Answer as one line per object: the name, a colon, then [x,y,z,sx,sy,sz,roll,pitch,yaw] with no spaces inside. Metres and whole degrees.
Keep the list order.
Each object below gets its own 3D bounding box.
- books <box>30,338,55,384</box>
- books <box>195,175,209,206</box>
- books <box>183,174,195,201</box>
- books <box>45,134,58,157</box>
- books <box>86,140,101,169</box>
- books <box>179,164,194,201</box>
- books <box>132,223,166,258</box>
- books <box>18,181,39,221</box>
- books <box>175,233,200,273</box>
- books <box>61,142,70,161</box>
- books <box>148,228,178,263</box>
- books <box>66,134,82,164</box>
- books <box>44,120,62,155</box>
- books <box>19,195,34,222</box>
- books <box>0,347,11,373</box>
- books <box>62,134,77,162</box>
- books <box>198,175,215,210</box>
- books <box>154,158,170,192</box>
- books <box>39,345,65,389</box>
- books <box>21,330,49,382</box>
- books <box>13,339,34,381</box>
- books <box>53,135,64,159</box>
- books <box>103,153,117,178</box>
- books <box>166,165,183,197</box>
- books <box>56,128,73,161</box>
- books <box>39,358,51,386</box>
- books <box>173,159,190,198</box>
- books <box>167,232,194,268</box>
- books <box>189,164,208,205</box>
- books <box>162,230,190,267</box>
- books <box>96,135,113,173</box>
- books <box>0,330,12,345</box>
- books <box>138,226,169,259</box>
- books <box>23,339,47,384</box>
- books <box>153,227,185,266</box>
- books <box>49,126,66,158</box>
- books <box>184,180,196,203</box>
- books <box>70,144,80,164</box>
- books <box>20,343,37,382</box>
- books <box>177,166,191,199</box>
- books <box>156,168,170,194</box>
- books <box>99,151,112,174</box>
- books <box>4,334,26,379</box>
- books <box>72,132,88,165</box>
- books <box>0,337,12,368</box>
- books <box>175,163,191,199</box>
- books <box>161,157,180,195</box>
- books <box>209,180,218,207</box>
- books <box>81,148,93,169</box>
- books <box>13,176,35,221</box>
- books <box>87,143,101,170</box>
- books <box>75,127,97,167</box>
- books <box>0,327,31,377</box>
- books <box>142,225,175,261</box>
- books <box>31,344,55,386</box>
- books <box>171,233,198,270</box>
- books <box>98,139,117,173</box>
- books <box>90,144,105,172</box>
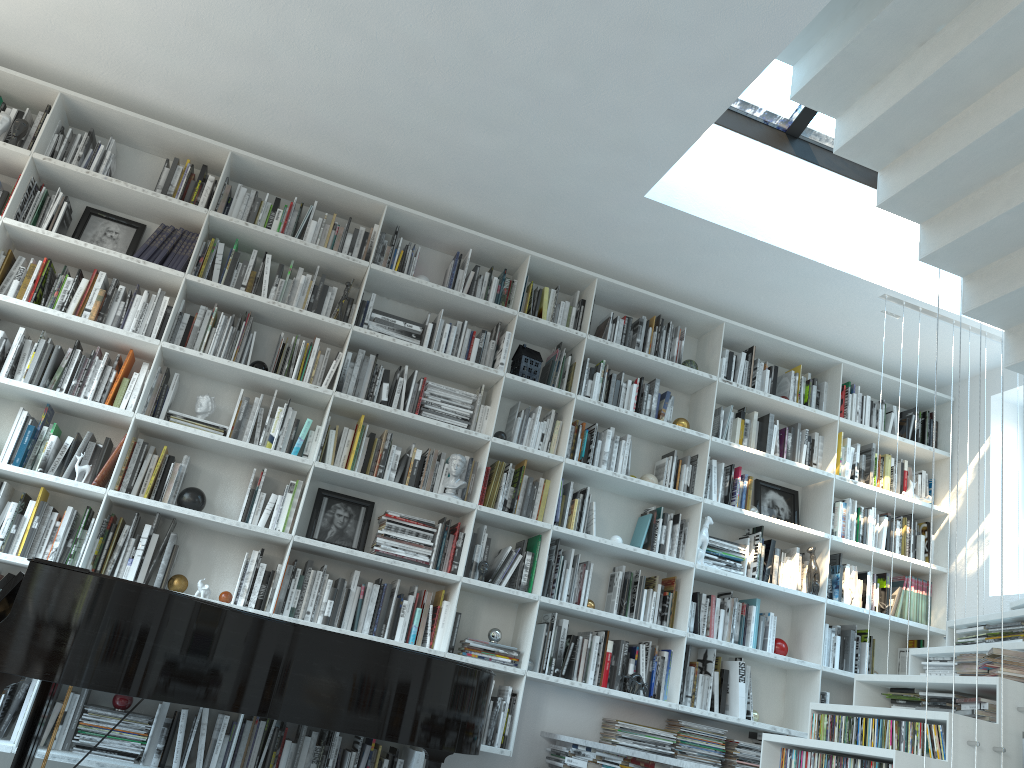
books: [-2.230,-0.070,4.209,0.011,0.270,0.158,17,-21,-14]
books: [-1.649,-0.958,4.687,0.022,0.259,0.152,17,-21,-14]
books: [-1.717,-0.972,4.680,0.013,0.253,0.129,17,-21,-14]
books: [-2.332,-1.144,4.492,0.017,0.203,0.143,17,-21,-14]
books: [-2.152,-1.112,4.549,0.013,0.252,0.129,17,-21,-14]
books: [-1.717,-0.993,4.654,0.011,0.273,0.184,17,-21,-14]
books: [-1.860,-0.675,4.520,0.110,0.278,0.174,17,-21,-14]
books: [-2.390,-0.845,4.378,0.006,0.286,0.148,17,-21,-14]
books: [-1.672,-0.625,4.565,0.079,0.284,0.174,17,-21,-14]
books: [-2.273,-1.117,4.517,0.017,0.193,0.129,17,-21,-14]
books: [-1.800,-0.653,4.544,0.110,0.278,0.174,17,-21,-14]
books: [-2.237,-1.134,4.522,0.016,0.242,0.156,17,-21,-14]
books: [-2.338,-1.183,4.510,0.007,0.284,0.160,17,-21,-14]
books: [-2.389,-0.804,4.370,0.015,0.206,0.173,17,-21,-14]
books: [-2.379,-0.068,4.177,0.021,0.187,0.129,17,-21,-14]
books: [-2.251,-1.131,4.511,0.013,0.224,0.177,17,-21,-14]
books: [-1.621,-0.952,4.681,0.031,0.253,0.178,17,-21,-14]
books: [-1.842,-1.026,4.640,0.013,0.276,0.151,17,-21,-14]
books: [-2.183,-0.045,4.209,0.023,0.241,0.185,17,-21,-14]
books: [-2.255,-0.092,4.197,0.011,0.292,0.184,17,-21,-14]
books: [-2.307,-0.076,4.196,0.049,0.242,0.139,17,-21,-14]
books: [-2.304,-1.137,4.505,0.032,0.209,0.159,17,-21,-14]
books: [-2.083,-1.066,4.569,0.013,0.209,0.137,17,-21,-14]
books: [-1.771,-0.997,4.636,0.028,0.248,0.156,17,-21,-14]
books: [-2.277,-1.150,4.510,0.012,0.248,0.180,17,-21,-14]
books: [-2.208,-0.027,4.215,0.010,0.203,0.139,17,-21,-14]
books: [-1.753,-1.017,4.677,0.014,0.319,0.137,17,-21,-14]
books: [-1.721,-0.632,4.571,0.079,0.284,0.174,17,-21,-14]
books: [-1.660,-0.988,4.666,0.025,0.296,0.164,17,-21,-14]
books: [-1.740,-0.640,4.561,0.079,0.284,0.174,17,-21,-14]
books: [-2.108,-1.120,4.571,0.007,0.300,0.146,17,-21,-14]
books: [-2.410,-0.114,4.142,0.022,0.234,0.177,17,-21,-14]
books: [-1.842,-0.666,4.533,0.110,0.278,0.174,17,-21,-14]
books: [-2.241,-0.069,4.185,0.021,0.246,0.189,17,-21,-14]
books: [-1.765,-0.653,4.534,0.097,0.281,0.174,17,-21,-14]
books: [-2.318,-1.164,4.509,0.007,0.258,0.157,17,-21,-14]
books: [-1.697,-0.944,4.651,0.027,0.189,0.178,17,-21,-14]
books: [-2.231,-1.104,4.525,0.014,0.191,0.146,17,-21,-14]
books: [-2.273,-0.066,4.185,0.014,0.229,0.148,17,-21,-14]
books: [-1.727,-0.991,4.649,0.010,0.262,0.157,17,-21,-14]
books: [-1.825,-0.996,4.624,0.028,0.217,0.153,17,-21,-14]
books: [-2.093,-1.069,4.555,0.014,0.201,0.171,17,-21,-14]
books: [-2.327,-0.093,4.168,0.011,0.245,0.177,17,-21,-14]
books: [-2.207,-1.135,4.528,0.016,0.260,0.154,17,-21,-14]
books: [-2.386,-0.095,4.133,0.028,0.203,0.188,17,-21,-14]
books: [-1.740,-1.000,4.661,0.013,0.282,0.167,17,-21,-14]
books: [-1.793,-1.018,4.636,0.024,0.278,0.188,17,-21,-14]
books: [-1.592,-0.936,4.702,0.039,0.251,0.147,17,-21,-14]
books: [-2.175,-1.087,4.527,0.026,0.182,0.162,17,-21,-14]
books: [-2.399,-0.856,4.366,0.005,0.291,0.184,17,-21,-14]
books: [-2.141,-1.096,4.538,0.013,0.219,0.181,17,-21,-14]
books: [-2.179,-1.142,4.522,0.015,0.278,0.191,17,-21,-14]
books: [-2.343,-0.111,4.178,0.023,0.280,0.174,17,-21,-14]
books: [-1.815,-0.665,4.523,0.110,0.278,0.174,17,-21,-14]
books: [-2.212,-0.054,4.193,0.024,0.236,0.167,17,-21,-14]
books: [-1.698,-0.627,4.572,0.079,0.284,0.174,17,-21,-14]
books: [-2.103,-1.110,4.583,0.015,0.292,0.131,17,-21,-14]
books: [-2.123,-1.090,4.535,0.021,0.213,0.174,17,-21,-14]
